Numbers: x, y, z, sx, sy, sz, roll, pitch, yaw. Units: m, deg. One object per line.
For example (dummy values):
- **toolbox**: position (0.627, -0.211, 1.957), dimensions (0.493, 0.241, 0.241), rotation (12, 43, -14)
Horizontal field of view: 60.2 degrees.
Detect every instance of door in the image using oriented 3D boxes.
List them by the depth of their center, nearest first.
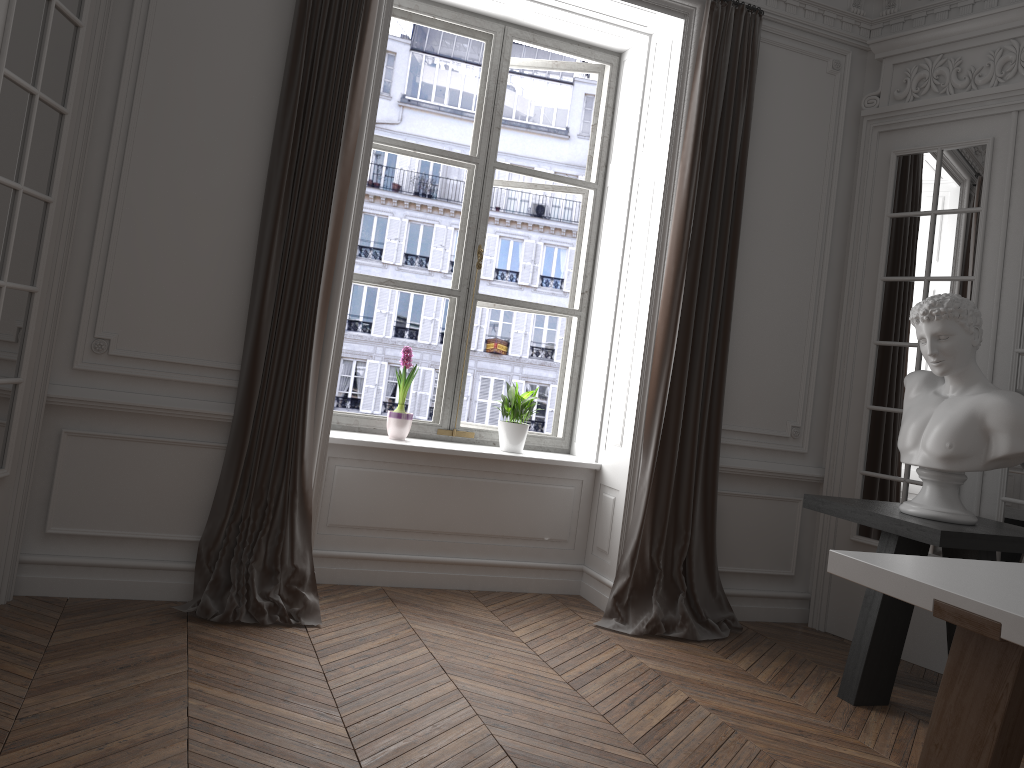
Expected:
- **door**: position (-1.689, -0.517, 2.655), dimensions (0.085, 2.750, 1.559), rotation (8, -3, -5)
- **door**: position (2.210, -0.011, 4.079), dimensions (0.085, 2.751, 1.568), rotation (10, -4, -36)

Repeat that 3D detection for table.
- **table**: position (1.670, 0.948, 1.270), dimensions (0.897, 0.752, 2.624), rotation (8, 0, -20)
- **table**: position (1.716, 0.922, 3.633), dimensions (0.764, 0.753, 0.768), rotation (8, -2, -20)

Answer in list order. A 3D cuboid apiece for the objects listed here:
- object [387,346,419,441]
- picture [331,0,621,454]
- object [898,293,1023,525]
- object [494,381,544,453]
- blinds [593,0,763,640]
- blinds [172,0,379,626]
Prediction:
- **object**: position (-0.551, 0.044, 4.492), dimensions (0.130, 0.478, 0.128), rotation (6, -4, 30)
- **picture**: position (1.236, -0.943, 1.379), dimensions (13.135, 4.828, 13.263), rotation (8, 0, -28)
- **object**: position (1.807, 0.090, 3.626), dimensions (0.391, 0.929, 0.633), rotation (9, -3, -20)
- **object**: position (0.024, 0.172, 4.660), dimensions (0.213, 0.371, 0.285), rotation (10, -3, -42)
- **blinds**: position (0.957, -0.388, 4.269), dimensions (0.773, 3.118, 0.342), rotation (9, -4, -26)
- **blinds**: position (-0.853, -0.623, 3.647), dimensions (0.579, 3.119, 0.309), rotation (9, -4, -15)
